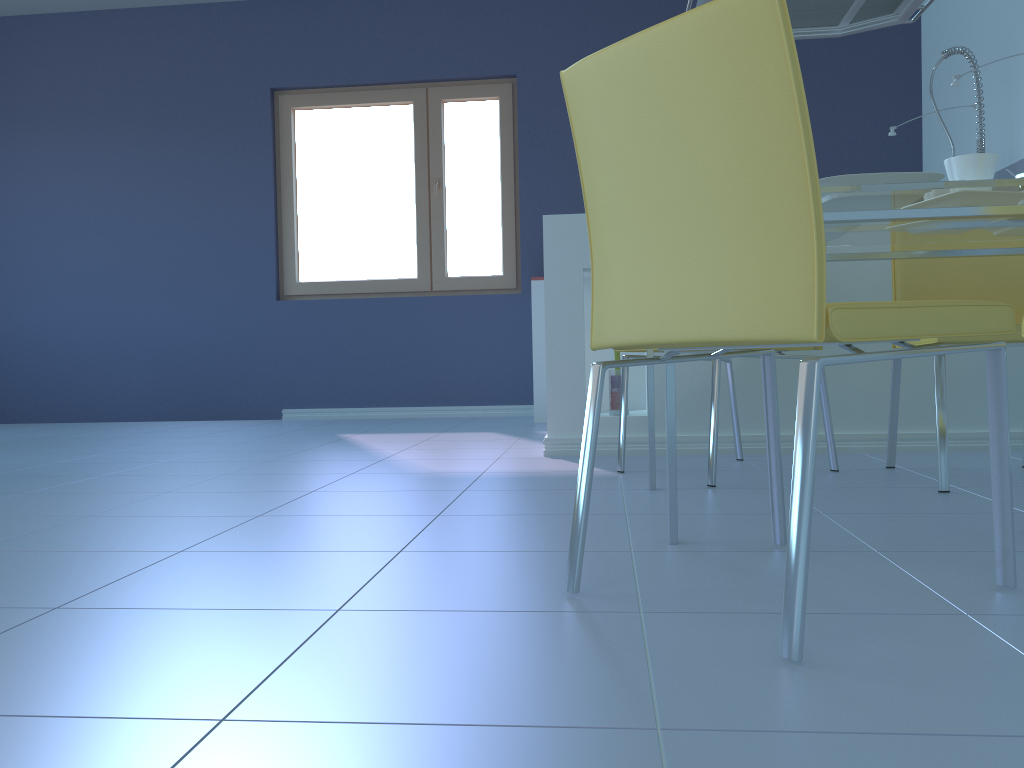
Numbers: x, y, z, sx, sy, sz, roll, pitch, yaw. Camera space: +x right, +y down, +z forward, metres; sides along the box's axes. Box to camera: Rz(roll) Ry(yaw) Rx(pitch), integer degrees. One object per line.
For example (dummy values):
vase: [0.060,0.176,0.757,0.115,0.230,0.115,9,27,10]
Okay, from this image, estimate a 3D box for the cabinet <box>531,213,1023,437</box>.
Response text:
cabinet: [1.119,-0.206,3.947,2.139,0.800,2.200,-1,1,6]

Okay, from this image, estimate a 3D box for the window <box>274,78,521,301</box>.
window: [-0.685,-1.145,5.275,1.475,1.263,0.142,-1,1,6]

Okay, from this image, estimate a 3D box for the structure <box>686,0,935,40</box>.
structure: [1.069,-1.806,3.128,0.895,0.962,0.695,-1,1,6]

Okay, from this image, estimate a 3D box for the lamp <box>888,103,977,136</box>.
lamp: [2.002,-1.264,4.231,0.400,0.134,0.037,-1,1,6]

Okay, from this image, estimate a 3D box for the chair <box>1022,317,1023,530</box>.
chair: [1.058,-0.091,1.281,0.387,0.695,0.484,-1,1,3]

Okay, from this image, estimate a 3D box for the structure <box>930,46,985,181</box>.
structure: [1.975,-1.033,3.867,0.178,0.920,0.308,-1,1,4]

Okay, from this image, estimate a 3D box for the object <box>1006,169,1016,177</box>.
object: [1.035,-0.400,1.784,0.023,0.079,0.077,-2,2,-29]

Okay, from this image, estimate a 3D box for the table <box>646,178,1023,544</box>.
table: [0.878,-0.042,1.772,1.173,0.590,0.730,-1,1,6]

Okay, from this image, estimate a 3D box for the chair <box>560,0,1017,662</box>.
chair: [0.350,-0.073,1.172,0.484,0.695,0.387,-2,2,-36]

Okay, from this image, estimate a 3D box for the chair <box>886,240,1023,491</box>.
chair: [1.177,-0.117,2.196,0.387,0.695,0.484,-1,1,8]

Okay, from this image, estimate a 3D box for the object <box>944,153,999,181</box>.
object: [0.861,-0.377,1.649,0.111,0.083,0.091,-2,2,-22]

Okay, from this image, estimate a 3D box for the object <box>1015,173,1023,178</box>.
object: [1.050,-0.382,1.757,0.090,0.071,0.087,-2,2,-29]

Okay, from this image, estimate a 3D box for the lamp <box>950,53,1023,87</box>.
lamp: [1.924,-1.243,3.469,0.400,0.134,0.037,-1,1,6]

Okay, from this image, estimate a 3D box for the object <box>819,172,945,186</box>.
object: [0.622,-0.337,1.557,0.228,0.020,0.228,-1,1,3]

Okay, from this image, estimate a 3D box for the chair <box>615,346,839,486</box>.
chair: [0.592,-0.110,2.433,0.484,0.695,0.387,-2,2,-31]

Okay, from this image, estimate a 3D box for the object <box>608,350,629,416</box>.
object: [0.351,-0.106,2.970,0.229,0.423,0.067,0,2,37]
